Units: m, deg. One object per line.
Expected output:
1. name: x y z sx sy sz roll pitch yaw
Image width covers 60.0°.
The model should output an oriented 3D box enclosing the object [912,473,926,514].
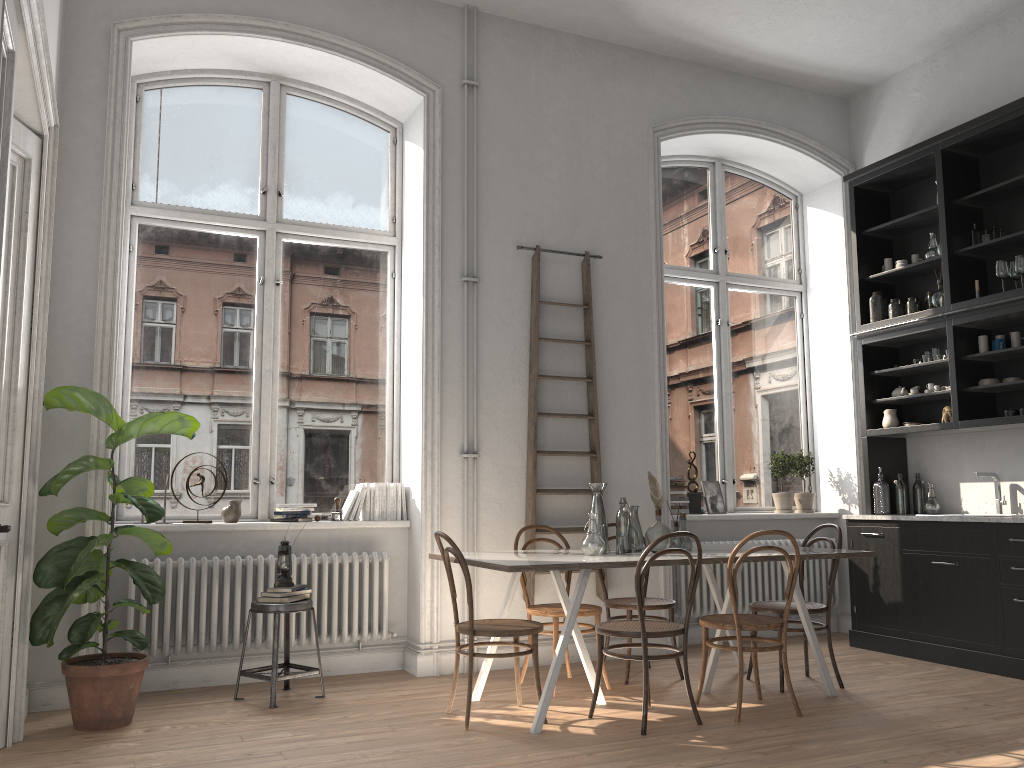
1. object: 3.023 0.814 6.585 0.086 0.301 0.086 -3 -8 21

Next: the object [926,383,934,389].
1. object: 3.011 0.025 6.376 0.039 0.055 0.049 0 -7 -4

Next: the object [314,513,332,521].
1. object: -1.211 0.849 5.645 0.088 0.048 0.154 -2 -8 15

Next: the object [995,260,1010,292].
1. object: 3.196 -0.692 5.775 0.083 0.221 0.083 -1 -7 7

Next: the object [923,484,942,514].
1. object: 3.056 0.837 6.458 0.132 0.219 0.120 3 -8 -24

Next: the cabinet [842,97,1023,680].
1. cabinet: 3.380 -0.047 5.327 0.635 3.579 3.253 3 -8 -24

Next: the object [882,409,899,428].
1. object: 2.827 0.265 6.617 0.116 0.144 0.127 -7 -10 44

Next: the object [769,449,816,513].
1. object: 2.291 0.791 7.254 0.500 0.523 0.234 5 -9 -35

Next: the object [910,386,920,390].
1. object: 2.957 0.041 6.514 0.055 0.047 0.058 1 -7 -9

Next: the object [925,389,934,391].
1. object: 3.012 0.049 6.369 0.085 0.016 0.085 -2 -8 16

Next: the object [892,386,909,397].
1. object: 2.918 0.066 6.667 0.140 0.100 0.125 6 -10 -42

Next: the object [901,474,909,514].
1. object: 2.921 0.824 6.655 0.086 0.301 0.086 1 -7 -10

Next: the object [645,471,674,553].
1. object: 0.809 0.705 4.902 0.157 0.445 0.157 0 -7 -6

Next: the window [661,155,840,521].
1. window: 6.209 -4.048 13.143 14.387 15.918 26.421 3 -8 -24

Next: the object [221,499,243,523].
1. object: -1.708 0.774 5.406 0.102 0.142 0.100 -6 -9 40

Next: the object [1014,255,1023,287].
1. object: 3.252 -0.708 5.657 0.083 0.221 0.083 -3 -8 22

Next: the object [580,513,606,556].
1. object: 0.426 0.792 4.672 0.132 0.219 0.132 5 -9 -35

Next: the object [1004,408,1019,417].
1. object: 3.218 0.187 5.711 0.088 0.059 0.104 5 -9 -35

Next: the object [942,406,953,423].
1. object: 3.023 0.213 6.146 0.069 0.123 0.173 -1 -7 8

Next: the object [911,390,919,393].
1. object: 2.957 0.060 6.512 0.056 0.033 0.058 -7 -10 40

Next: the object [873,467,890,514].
1. object: 2.731 0.786 6.558 0.109 0.349 0.109 6 -10 -43

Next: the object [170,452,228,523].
1. object: -1.886 0.625 5.347 0.347 0.424 0.087 -1 -7 8

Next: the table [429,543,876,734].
1. table: 0.766 1.317 4.855 2.200 0.779 1.101 3 -8 -24

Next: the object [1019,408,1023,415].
1. object: 3.258 0.174 5.606 0.104 0.059 0.088 -7 -10 44

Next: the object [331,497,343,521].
1. object: -1.110 0.796 5.636 0.088 0.153 0.048 -5 -9 35

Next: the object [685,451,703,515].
1. object: 1.395 0.761 6.846 0.122 0.487 0.102 0 -7 0

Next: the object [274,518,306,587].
1. object: -1.265 0.950 5.030 0.154 0.383 0.163 -6 -9 39

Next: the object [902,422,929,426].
1. object: 2.956 0.304 6.497 0.180 0.037 0.180 6 -10 -39

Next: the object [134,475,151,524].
1. object: -2.181 0.682 5.247 0.095 0.288 0.095 -1 -7 7

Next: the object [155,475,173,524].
1. object: -2.051 0.681 5.243 0.095 0.288 0.095 0 -7 -2

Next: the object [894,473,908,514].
1. object: 2.866 0.810 6.545 0.086 0.301 0.086 5 -9 -38

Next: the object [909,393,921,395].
1. object: 2.959 0.081 6.508 0.085 0.014 0.085 1 -8 -11

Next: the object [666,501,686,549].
1. object: 0.931 0.804 5.032 0.107 0.283 0.107 4 -8 -29

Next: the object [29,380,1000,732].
1. object: 0.418 0.833 5.231 5.828 1.840 0.793 2 -8 -19

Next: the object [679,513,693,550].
1. object: 0.992 0.853 5.137 0.101 0.211 0.101 -2 -7 15

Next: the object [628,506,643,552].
1. object: 0.691 0.817 5.012 0.100 0.254 0.098 -7 -9 42

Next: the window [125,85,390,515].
1. window: -1.603 -0.578 5.837 1.623 2.840 0.013 3 -8 -24

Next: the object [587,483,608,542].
1. object: 0.481 0.748 4.969 0.116 0.382 0.116 1 -7 -13

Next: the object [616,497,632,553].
1. object: 0.617 0.779 4.903 0.086 0.301 0.086 5 -9 -38

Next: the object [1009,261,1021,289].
1. object: 3.297 -0.689 5.802 0.083 0.221 0.083 4 -8 -32

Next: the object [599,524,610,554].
1. object: 0.491 0.844 4.836 0.083 0.157 0.083 4 -8 -28

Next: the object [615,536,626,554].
1. object: 0.585 0.867 4.772 0.058 0.094 0.058 -1 -7 4
